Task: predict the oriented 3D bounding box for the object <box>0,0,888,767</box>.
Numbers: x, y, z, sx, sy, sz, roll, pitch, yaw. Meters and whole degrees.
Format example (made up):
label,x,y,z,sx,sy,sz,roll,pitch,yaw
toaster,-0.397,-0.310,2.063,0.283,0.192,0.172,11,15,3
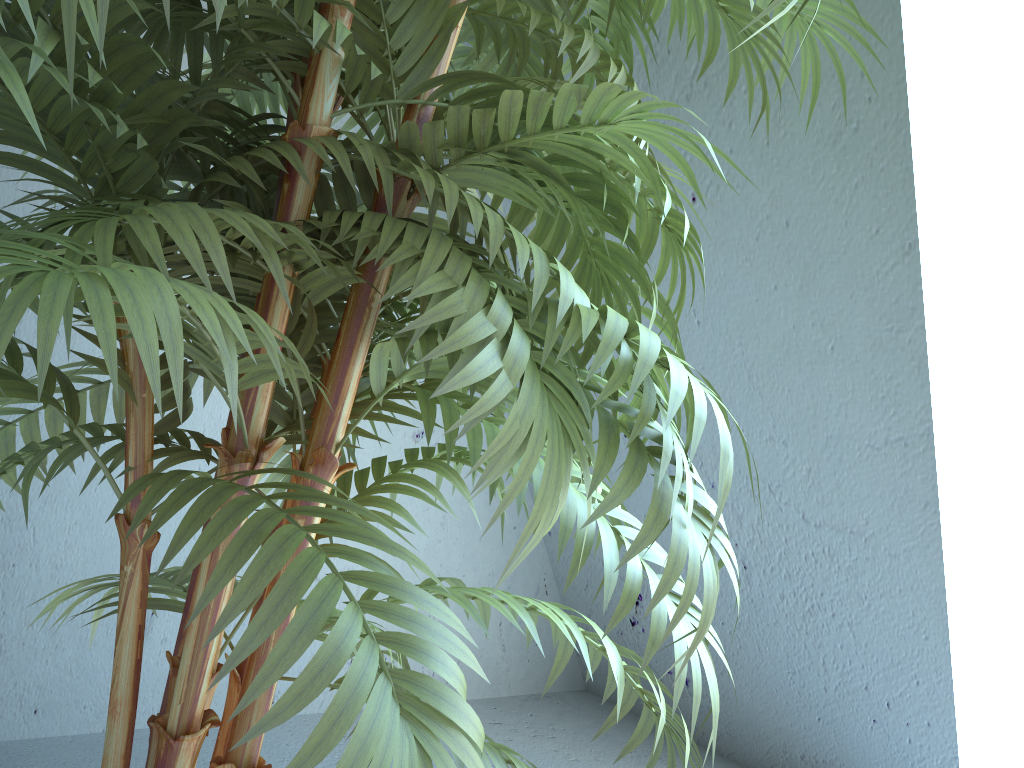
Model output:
label,x,y,z,sx,sy,sz,roll,pitch,yaw
object,-0.134,-0.268,0.752,0.980,2.034,1.020,12,-3,5
